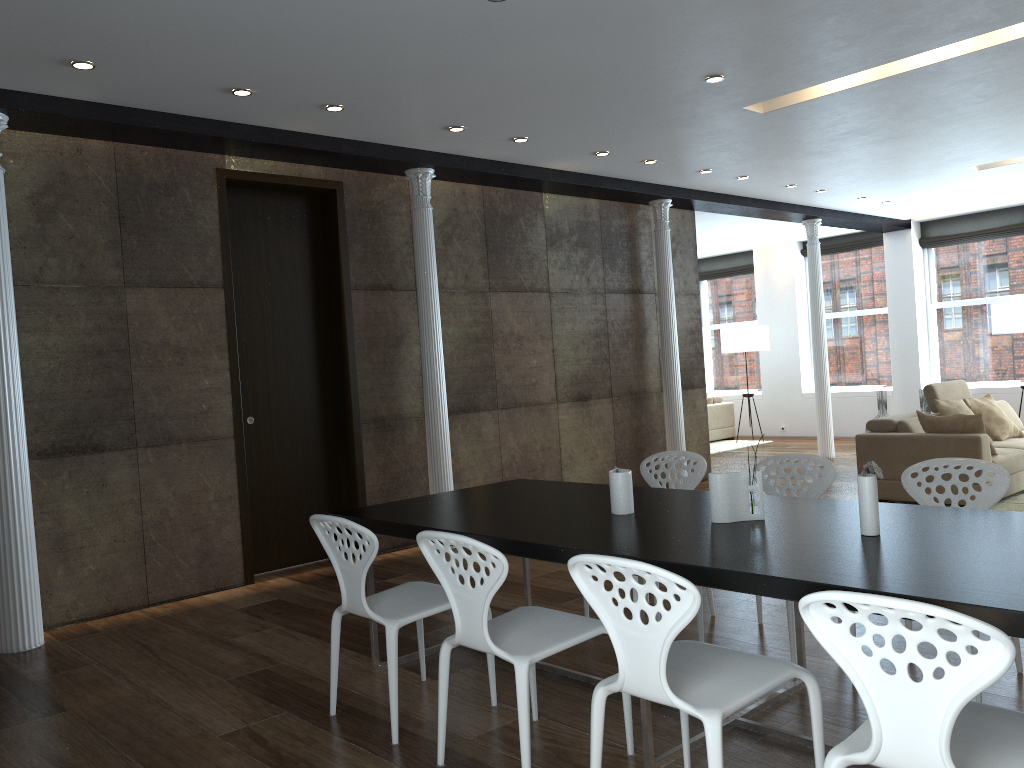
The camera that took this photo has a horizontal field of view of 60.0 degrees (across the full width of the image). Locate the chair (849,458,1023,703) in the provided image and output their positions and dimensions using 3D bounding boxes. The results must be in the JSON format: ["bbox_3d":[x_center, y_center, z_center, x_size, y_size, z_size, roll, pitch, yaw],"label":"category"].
[{"bbox_3d":[1.692,0.742,3.526,0.581,0.835,0.495,-5,1,-42],"label":"chair"}]

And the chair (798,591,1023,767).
[{"bbox_3d":[0.960,0.816,1.944,0.581,0.835,0.495,-5,1,-42],"label":"chair"}]

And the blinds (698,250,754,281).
[{"bbox_3d":[3.570,-1.962,14.706,0.156,0.393,1.342,-5,1,-42],"label":"blinds"}]

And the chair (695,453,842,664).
[{"bbox_3d":[1.202,0.766,4.077,0.581,0.835,0.495,-5,1,-42],"label":"chair"}]

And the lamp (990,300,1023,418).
[{"bbox_3d":[6.058,-0.110,10.404,0.698,1.728,0.698,-4,1,-19],"label":"lamp"}]

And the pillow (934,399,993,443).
[{"bbox_3d":[3.978,0.335,7.817,0.534,0.439,0.301,-5,1,-39],"label":"pillow"}]

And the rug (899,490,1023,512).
[{"bbox_3d":[5.416,0.841,7.306,4.231,0.020,2.972,-5,1,-42],"label":"rug"}]

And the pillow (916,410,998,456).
[{"bbox_3d":[3.579,0.394,7.129,0.395,0.393,0.518,-5,1,-39],"label":"pillow"}]

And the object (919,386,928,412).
[{"bbox_3d":[5.419,0.391,11.624,0.458,0.781,0.458,-5,1,-43],"label":"object"}]

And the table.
[{"bbox_3d":[0.765,0.861,3.206,1.200,0.733,3.400,-5,1,-42],"label":"table"}]

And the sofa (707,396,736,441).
[{"bbox_3d":[2.255,0.476,14.504,1.018,0.950,2.581,-5,1,-42],"label":"sofa"}]

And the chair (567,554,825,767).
[{"bbox_3d":[0.487,0.840,2.463,0.581,0.835,0.495,-5,1,-42],"label":"chair"}]

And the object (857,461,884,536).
[{"bbox_3d":[1.152,0.357,2.834,0.076,0.233,0.161,-3,1,29],"label":"object"}]

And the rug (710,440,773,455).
[{"bbox_3d":[1.341,1.017,13.673,2.972,0.020,4.231,-5,1,-42],"label":"rug"}]

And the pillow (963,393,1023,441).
[{"bbox_3d":[4.447,0.307,8.228,0.519,0.416,0.368,-5,1,-38],"label":"pillow"}]

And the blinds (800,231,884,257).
[{"bbox_3d":[4.957,-2.092,13.176,0.156,0.275,1.396,-5,1,-42],"label":"blinds"}]

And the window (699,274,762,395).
[{"bbox_3d":[3.685,-0.953,14.763,0.123,2.400,1.345,-5,1,-42],"label":"window"}]

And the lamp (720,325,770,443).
[{"bbox_3d":[3.508,0.018,13.204,0.698,1.728,0.698,-4,1,-19],"label":"lamp"}]

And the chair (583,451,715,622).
[{"bbox_3d":[0.720,0.791,4.578,0.581,0.835,0.495,-5,1,-42],"label":"chair"}]

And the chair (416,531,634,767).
[{"bbox_3d":[0.015,0.864,2.982,0.581,0.835,0.495,-5,1,-42],"label":"chair"}]

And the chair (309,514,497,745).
[{"bbox_3d":[-0.458,0.888,3.501,0.581,0.835,0.495,-5,1,-42],"label":"chair"}]

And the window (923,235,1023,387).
[{"bbox_3d":[6.295,-1.086,11.896,0.123,2.400,1.432,-5,1,-42],"label":"window"}]

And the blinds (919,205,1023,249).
[{"bbox_3d":[6.169,-2.093,11.828,0.183,0.395,1.431,-5,1,-42],"label":"blinds"}]

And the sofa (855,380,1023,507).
[{"bbox_3d":[4.183,0.448,7.980,2.581,0.950,1.021,-5,1,-42],"label":"sofa"}]

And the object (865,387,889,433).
[{"bbox_3d":[4.945,0.421,11.822,0.458,0.781,0.458,-5,1,-43],"label":"object"}]

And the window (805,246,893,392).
[{"bbox_3d":[5.076,-1.024,13.235,0.123,2.400,1.391,-5,1,-42],"label":"window"}]

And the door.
[{"bbox_3d":[-1.692,-0.064,6.466,1.000,2.814,0.510,-5,1,-42],"label":"door"}]
